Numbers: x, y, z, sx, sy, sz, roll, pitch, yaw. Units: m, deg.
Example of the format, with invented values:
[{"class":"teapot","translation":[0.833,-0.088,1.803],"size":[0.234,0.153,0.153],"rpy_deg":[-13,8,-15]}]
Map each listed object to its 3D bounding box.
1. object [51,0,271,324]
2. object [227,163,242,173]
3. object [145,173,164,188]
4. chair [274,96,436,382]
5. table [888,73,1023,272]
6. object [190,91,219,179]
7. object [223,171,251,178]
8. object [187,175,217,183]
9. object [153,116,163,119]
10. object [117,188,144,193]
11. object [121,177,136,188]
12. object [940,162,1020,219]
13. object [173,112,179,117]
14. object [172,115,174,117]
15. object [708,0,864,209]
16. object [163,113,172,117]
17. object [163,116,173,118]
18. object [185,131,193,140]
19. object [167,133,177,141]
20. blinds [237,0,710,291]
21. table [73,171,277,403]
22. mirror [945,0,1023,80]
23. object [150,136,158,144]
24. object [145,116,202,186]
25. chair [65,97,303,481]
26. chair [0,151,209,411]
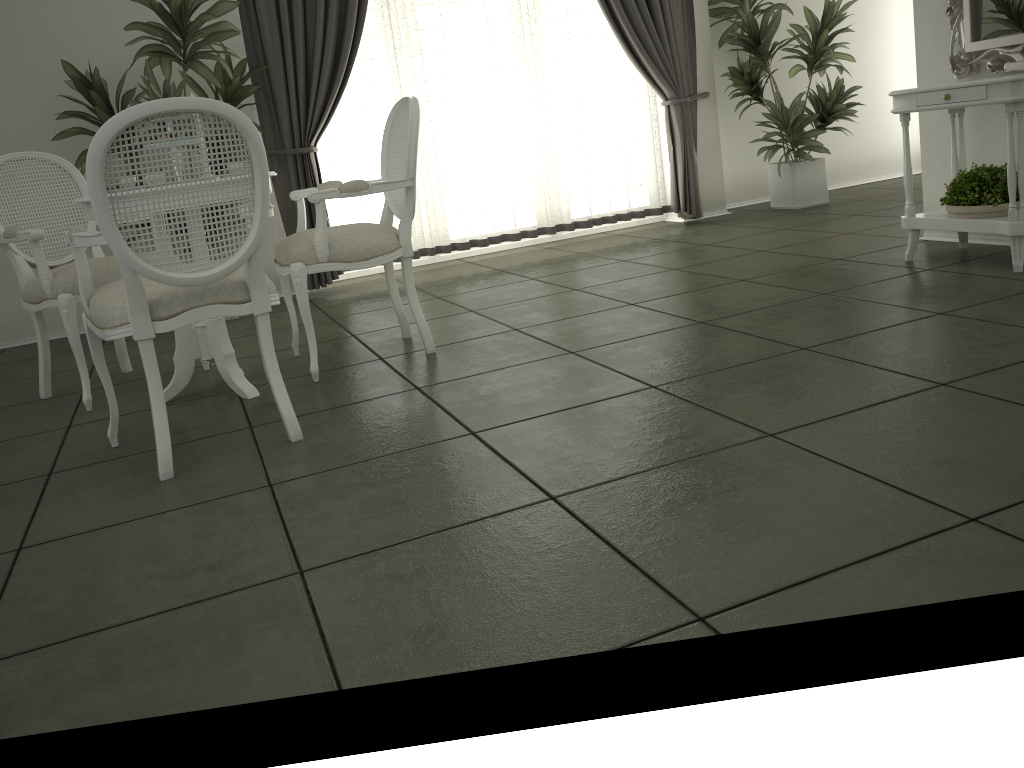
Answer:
[{"class":"object","translation":[-1.987,-1.385,5.150],"size":[1.162,2.060,1.058],"rpy_deg":[-8,12,-2]},{"class":"object","translation":[-1.094,-0.856,3.507],"size":[0.062,0.048,0.079],"rpy_deg":[-5,14,13]},{"class":"object","translation":[-1.257,-0.720,3.117],"size":[0.062,0.048,0.079],"rpy_deg":[-10,14,-9]},{"class":"chair","translation":[-0.663,-0.639,3.728],"size":[0.694,1.045,0.602],"rpy_deg":[-12,12,-19]},{"class":"table","translation":[2.117,-0.955,3.958],"size":[0.435,0.791,0.707],"rpy_deg":[-12,13,-19]},{"class":"object","translation":[-1.263,-1.008,3.574],"size":[0.089,0.358,0.088],"rpy_deg":[-18,14,-41]},{"class":"object","translation":[-1.092,-0.831,3.504],"size":[0.120,0.015,0.120],"rpy_deg":[-16,18,-28]},{"class":"object","translation":[-1.129,-0.741,3.201],"size":[0.120,0.015,0.120],"rpy_deg":[-16,18,-28]},{"class":"object","translation":[-1.337,-1.013,3.329],"size":[0.039,0.031,0.040],"rpy_deg":[-5,14,11]},{"class":"object","translation":[-1.495,-0.761,3.452],"size":[0.119,0.015,0.120],"rpy_deg":[-13,16,-19]},{"class":"object","translation":[-1.493,-0.783,3.442],"size":[0.063,0.048,0.078],"rpy_deg":[-19,18,-38]},{"class":"object","translation":[2.136,-0.886,3.975],"size":[0.377,0.228,0.350],"rpy_deg":[-14,15,-23]},{"class":"object","translation":[-1.271,-1.028,3.353],"size":[0.039,0.031,0.040],"rpy_deg":[-11,14,-13]},{"class":"object","translation":[-1.286,-1.037,3.391],"size":[0.039,0.031,0.040],"rpy_deg":[-1,15,26]},{"class":"object","translation":[2.147,-2.426,6.834],"size":[1.162,2.060,1.058],"rpy_deg":[-8,12,-2]},{"class":"object","translation":[-1.296,-1.016,3.322],"size":[0.039,0.031,0.040],"rpy_deg":[-8,14,1]},{"class":"object","translation":[-1.327,-1.033,3.398],"size":[0.039,0.031,0.040],"rpy_deg":[-8,14,1]},{"class":"object","translation":[-1.228,-0.947,3.363],"size":[0.039,0.031,0.040],"rpy_deg":[0,16,30]},{"class":"object","translation":[-1.273,-0.925,3.308],"size":[0.039,0.031,0.040],"rpy_deg":[2,17,35]},{"class":"blinds","translation":[-0.186,-2.193,6.221],"size":[3.682,2.559,0.667],"rpy_deg":[-13,12,-20]},{"class":"table","translation":[-1.224,-0.368,3.459],"size":[0.745,0.815,0.749],"rpy_deg":[-13,14,-22]},{"class":"mirror","translation":[2.240,-1.994,3.876],"size":[0.082,1.188,0.848],"rpy_deg":[-12,13,-19]},{"class":"object","translation":[-1.345,-0.918,3.321],"size":[0.039,0.031,0.040],"rpy_deg":[0,16,30]},{"class":"object","translation":[-1.293,-0.892,3.385],"size":[0.210,0.244,0.215],"rpy_deg":[-5,13,13]},{"class":"chair","translation":[-1.009,-0.316,2.745],"size":[0.601,1.045,0.696],"rpy_deg":[-14,14,-28]},{"class":"chair","translation":[-1.836,-0.496,3.798],"size":[0.690,1.045,0.606],"rpy_deg":[1,15,35]}]
